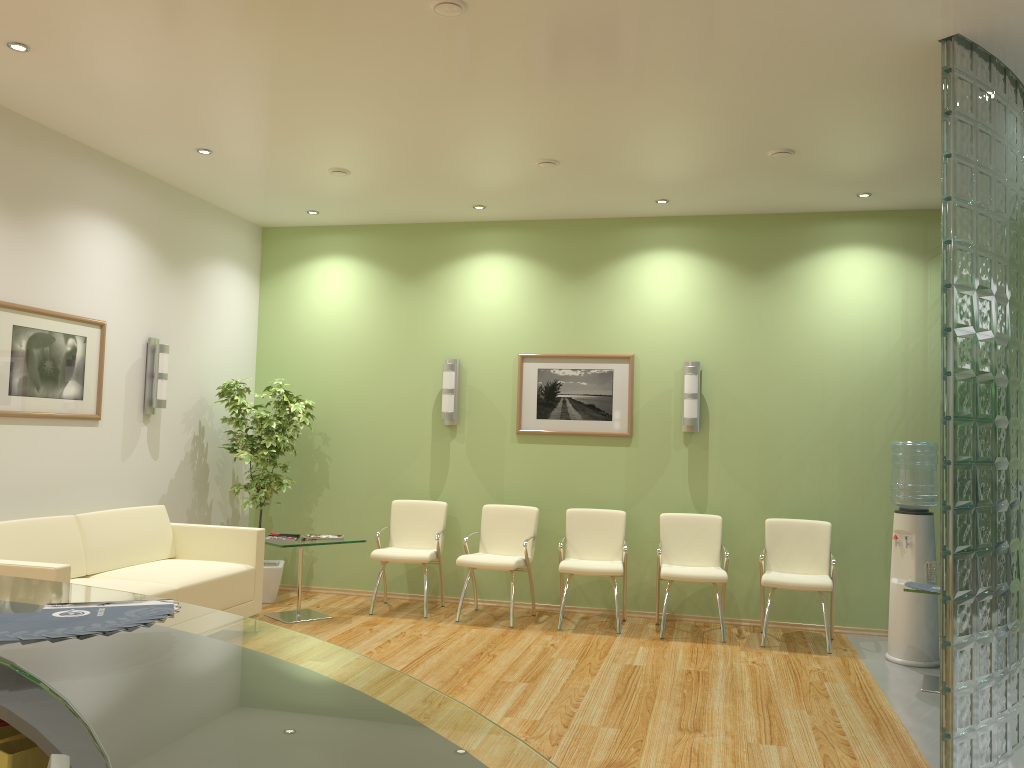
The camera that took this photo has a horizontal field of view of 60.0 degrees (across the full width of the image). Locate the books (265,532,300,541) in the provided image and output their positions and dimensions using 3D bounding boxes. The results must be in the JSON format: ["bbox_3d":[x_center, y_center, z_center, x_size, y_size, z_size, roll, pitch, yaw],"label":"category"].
[{"bbox_3d":[-1.778,1.182,6.878,0.230,0.031,0.328,2,-3,-6],"label":"books"}]

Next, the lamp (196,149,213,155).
[{"bbox_3d":[-2.114,-1.596,6.098,0.105,0.011,0.105,5,-5,-43],"label":"lamp"}]

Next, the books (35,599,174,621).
[{"bbox_3d":[-0.697,0.389,1.535,0.210,0.004,0.150,3,-4,-21],"label":"books"}]

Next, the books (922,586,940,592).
[{"bbox_3d":[2.577,1.239,5.348,0.150,0.004,0.210,-1,-4,38],"label":"books"}]

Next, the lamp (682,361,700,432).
[{"bbox_3d":[1.467,0.101,7.265,0.134,0.580,0.142,1,-3,13],"label":"lamp"}]

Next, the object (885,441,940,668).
[{"bbox_3d":[2.779,1.155,6.135,0.353,1.506,0.353,0,-4,21],"label":"object"}]

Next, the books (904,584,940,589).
[{"bbox_3d":[2.537,1.242,5.427,0.210,0.004,0.150,2,-3,-2],"label":"books"}]

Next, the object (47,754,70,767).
[{"bbox_3d":[-0.426,0.575,0.717,0.206,0.405,0.411,3,-4,-26],"label":"object"}]

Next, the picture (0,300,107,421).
[{"bbox_3d":[-2.985,-0.126,5.744,0.025,0.700,1.000,1,-3,13],"label":"picture"}]

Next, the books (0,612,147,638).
[{"bbox_3d":[-0.713,0.382,1.431,0.210,0.004,0.150,-1,-4,38],"label":"books"}]

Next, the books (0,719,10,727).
[{"bbox_3d":[-0.771,0.667,1.414,0.063,0.282,0.231,-1,-4,37],"label":"books"}]

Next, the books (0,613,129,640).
[{"bbox_3d":[-0.725,0.381,1.418,0.150,0.004,0.210,5,-5,-41],"label":"books"}]

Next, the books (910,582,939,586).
[{"bbox_3d":[2.560,1.247,5.495,0.210,0.004,0.150,-1,-4,38],"label":"books"}]

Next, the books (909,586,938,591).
[{"bbox_3d":[2.545,1.240,5.392,0.210,0.004,0.150,3,-4,-21],"label":"books"}]

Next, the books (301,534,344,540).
[{"bbox_3d":[-1.489,1.197,6.986,0.328,0.031,0.230,2,-3,-11],"label":"books"}]

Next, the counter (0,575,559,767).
[{"bbox_3d":[-0.702,0.346,0.123,1.837,0.078,3.674,2,-3,-2],"label":"counter"}]

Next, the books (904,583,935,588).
[{"bbox_3d":[2.538,1.244,5.446,0.210,0.004,0.150,1,-3,8],"label":"books"}]

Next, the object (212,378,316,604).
[{"bbox_3d":[-2.122,0.889,7.532,0.668,1.900,0.943,0,-4,22],"label":"object"}]

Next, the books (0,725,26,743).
[{"bbox_3d":[-0.712,0.667,1.374,0.063,0.282,0.231,-1,-4,40],"label":"books"}]

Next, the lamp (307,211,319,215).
[{"bbox_3d":[-1.731,-1.489,7.707,0.105,0.011,0.105,-1,-4,39],"label":"lamp"}]

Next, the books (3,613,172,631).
[{"bbox_3d":[-0.695,0.385,1.463,0.210,0.004,0.150,1,-4,18],"label":"books"}]

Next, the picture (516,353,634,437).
[{"bbox_3d":[0.531,0.089,7.549,1.000,0.700,0.025,1,-3,13],"label":"picture"}]

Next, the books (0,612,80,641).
[{"bbox_3d":[-0.756,0.379,1.399,0.150,0.004,0.210,3,-4,-21],"label":"books"}]

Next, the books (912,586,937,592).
[{"bbox_3d":[2.553,1.240,5.375,0.210,0.004,0.150,4,-4,-31],"label":"books"}]

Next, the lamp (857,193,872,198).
[{"bbox_3d":[2.645,-1.416,6.660,0.105,0.011,0.105,2,-3,-6],"label":"lamp"}]

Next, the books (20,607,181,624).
[{"bbox_3d":[-0.690,0.387,1.499,0.210,0.004,0.150,2,-3,-2],"label":"books"}]

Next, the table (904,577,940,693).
[{"bbox_3d":[2.744,1.560,5.457,0.581,0.614,0.581,0,-4,28],"label":"table"}]

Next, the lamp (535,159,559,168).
[{"bbox_3d":[0.243,-1.515,6.127,0.167,0.024,0.167,3,-4,-26],"label":"lamp"}]

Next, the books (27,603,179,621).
[{"bbox_3d":[-0.692,0.388,1.517,0.210,0.004,0.150,2,-3,-11],"label":"books"}]

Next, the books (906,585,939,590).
[{"bbox_3d":[2.539,1.241,5.409,0.210,0.004,0.150,2,-3,-11],"label":"books"}]

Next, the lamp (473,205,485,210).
[{"bbox_3d":[-0.272,-1.464,7.358,0.105,0.011,0.105,2,-3,-6],"label":"lamp"}]

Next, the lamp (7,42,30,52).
[{"bbox_3d":[-2.498,-1.703,4.488,0.105,0.011,0.105,5,-5,-43],"label":"lamp"}]

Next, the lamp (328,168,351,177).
[{"bbox_3d":[-1.265,-1.540,6.489,0.167,0.024,0.167,3,-4,-26],"label":"lamp"}]

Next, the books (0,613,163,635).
[{"bbox_3d":[-0.703,0.383,1.446,0.210,0.004,0.150,0,-4,28],"label":"books"}]

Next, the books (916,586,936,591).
[{"bbox_3d":[2.564,1.239,5.361,0.210,0.004,0.150,5,-5,-41],"label":"books"}]

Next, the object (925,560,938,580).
[{"bbox_3d":[2.721,1.210,5.752,0.071,0.119,0.072,1,-3,13],"label":"object"}]

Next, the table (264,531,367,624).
[{"bbox_3d":[-1.658,1.513,6.953,0.736,0.614,0.736,5,-5,-41],"label":"table"}]

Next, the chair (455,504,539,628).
[{"bbox_3d":[-0.111,1.439,7.149,0.536,0.881,0.650,1,-4,18],"label":"chair"}]

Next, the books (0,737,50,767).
[{"bbox_3d":[-0.679,0.666,1.344,0.062,0.282,0.233,0,-4,26],"label":"books"}]

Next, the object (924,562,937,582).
[{"bbox_3d":[2.680,1.204,5.679,0.071,0.119,0.072,1,-3,13],"label":"object"}]

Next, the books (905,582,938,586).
[{"bbox_3d":[2.550,1.246,5.480,0.210,0.004,0.150,0,-4,28],"label":"books"}]

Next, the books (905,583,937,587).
[{"bbox_3d":[2.543,1.245,5.463,0.210,0.004,0.150,1,-4,18],"label":"books"}]

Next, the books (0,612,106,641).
[{"bbox_3d":[-0.740,0.380,1.407,0.150,0.004,0.210,4,-4,-31],"label":"books"}]

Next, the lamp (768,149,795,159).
[{"bbox_3d":[1.752,-1.490,5.766,0.167,0.024,0.167,2,-3,-3],"label":"lamp"}]

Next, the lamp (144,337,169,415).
[{"bbox_3d":[-2.690,-0.058,6.730,0.142,0.580,0.134,1,-3,13],"label":"lamp"}]

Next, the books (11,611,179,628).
[{"bbox_3d":[-0.691,0.386,1.481,0.210,0.004,0.150,1,-3,8],"label":"books"}]

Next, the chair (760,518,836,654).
[{"bbox_3d":[2.126,1.476,6.611,0.536,0.881,0.650,1,-4,18],"label":"chair"}]

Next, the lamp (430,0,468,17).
[{"bbox_3d":[-0.281,-1.661,3.927,0.167,0.024,0.167,4,-4,-37],"label":"lamp"}]

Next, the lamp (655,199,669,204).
[{"bbox_3d":[1.186,-1.440,7.009,0.105,0.011,0.105,2,-3,-6],"label":"lamp"}]

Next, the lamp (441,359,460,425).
[{"bbox_3d":[-0.543,0.068,7.746,0.134,0.580,0.142,1,-3,13],"label":"lamp"}]
